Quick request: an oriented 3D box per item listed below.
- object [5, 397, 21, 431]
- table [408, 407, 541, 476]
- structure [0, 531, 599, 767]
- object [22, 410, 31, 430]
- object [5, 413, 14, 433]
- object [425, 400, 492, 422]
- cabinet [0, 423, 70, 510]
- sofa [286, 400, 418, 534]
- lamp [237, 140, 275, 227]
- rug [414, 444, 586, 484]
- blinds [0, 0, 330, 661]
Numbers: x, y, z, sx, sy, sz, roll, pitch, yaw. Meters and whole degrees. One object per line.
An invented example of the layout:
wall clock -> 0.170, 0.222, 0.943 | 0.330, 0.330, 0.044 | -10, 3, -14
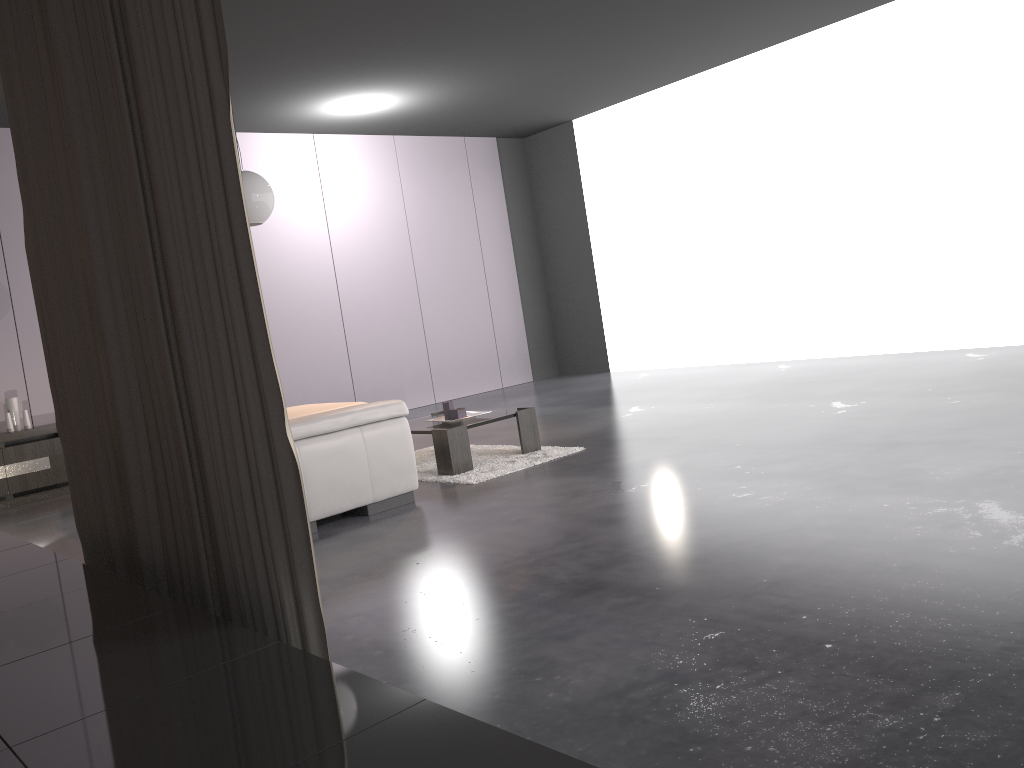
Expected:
object -> -3.923, 0.238, 6.975 | 0.089, 0.263, 0.089 | -8, 2, 10
table -> -0.391, 0.353, 5.636 | 0.704, 0.270, 0.903 | -12, 6, -41
structure -> -1.667, 0.809, 2.466 | 1.005, 0.300, 8.751 | -13, 6, -41
object -> -3.812, 0.279, 6.951 | 0.051, 0.152, 0.051 | -8, 2, 28
object -> -3.902, 0.300, 6.871 | 0.051, 0.152, 0.051 | -8, 2, 28
object -> -0.343, 0.158, 5.544 | 0.305, 0.136, 0.304 | -12, 5, -36
cabinet -> -3.941, 0.667, 6.822 | 1.077, 0.554, 0.376 | -12, 4, -41
sofa -> -1.460, 0.233, 5.616 | 1.877, 0.857, 2.855 | -12, 6, -41
lamp -> -1.510, -1.545, 4.700 | 0.306, 1.412, 0.308 | -8, 2, 17
rug -> -0.367, 0.490, 5.624 | 0.921, 0.023, 1.523 | -13, 6, -41
blinds -> -1.026, -0.667, 2.576 | 0.250, 2.991, 3.281 | -10, 4, -40
